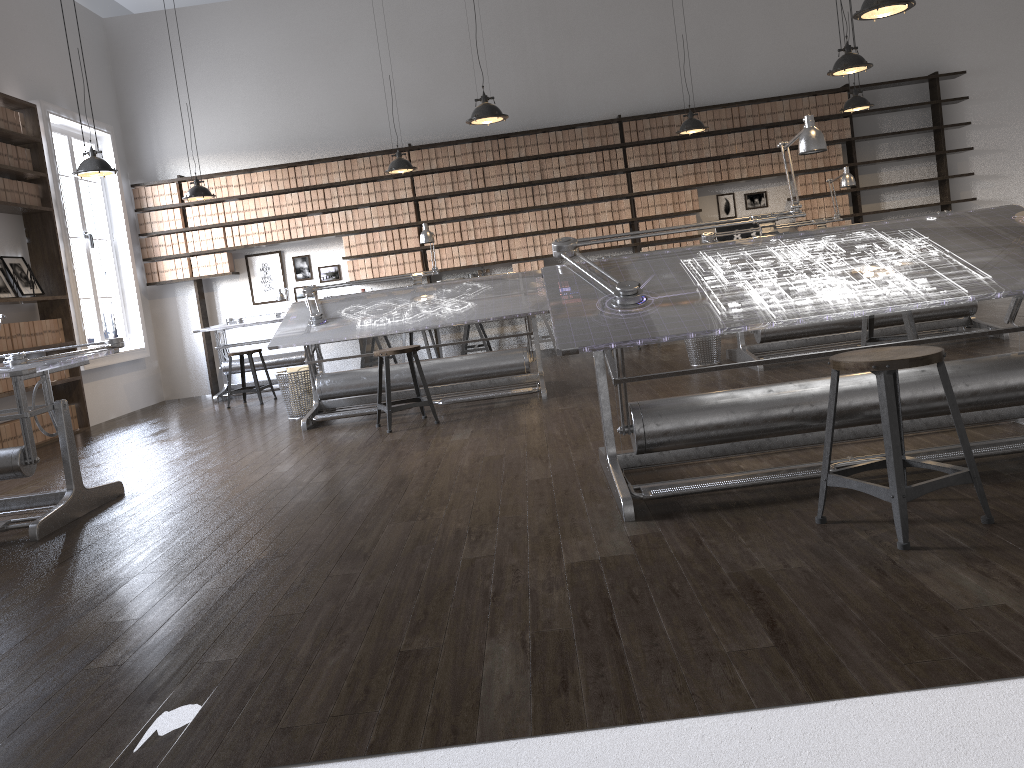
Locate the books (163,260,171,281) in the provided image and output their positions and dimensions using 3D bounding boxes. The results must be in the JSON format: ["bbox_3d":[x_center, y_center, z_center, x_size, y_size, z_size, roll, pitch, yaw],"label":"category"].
[{"bbox_3d":[-3.821,-1.267,9.904,0.066,0.225,0.175,-7,5,2],"label":"books"}]

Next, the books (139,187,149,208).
[{"bbox_3d":[-4.067,-2.065,9.846,0.066,0.225,0.175,-7,5,2],"label":"books"}]

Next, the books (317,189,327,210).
[{"bbox_3d":[-2.091,-2.039,9.824,0.067,0.225,0.175,-7,5,2],"label":"books"}]

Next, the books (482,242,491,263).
[{"bbox_3d":[-0.278,-1.458,9.849,0.066,0.225,0.175,-7,5,2],"label":"books"}]

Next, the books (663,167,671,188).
[{"bbox_3d":[1.697,-2.264,9.766,0.066,0.225,0.175,-7,5,2],"label":"books"}]

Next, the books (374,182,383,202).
[{"bbox_3d":[-1.469,-2.120,9.815,0.066,0.225,0.175,-7,5,2],"label":"books"}]

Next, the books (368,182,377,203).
[{"bbox_3d":[-1.538,-2.111,9.813,0.067,0.225,0.175,-7,5,2],"label":"books"}]

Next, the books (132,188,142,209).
[{"bbox_3d":[-4.138,-2.055,9.847,0.067,0.225,0.175,-7,5,2],"label":"books"}]

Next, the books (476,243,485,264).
[{"bbox_3d":[-0.348,-1.449,9.850,0.066,0.225,0.175,-7,5,2],"label":"books"}]

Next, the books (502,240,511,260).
[{"bbox_3d":[-0.063,-1.485,9.839,0.067,0.225,0.175,-7,5,2],"label":"books"}]

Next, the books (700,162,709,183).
[{"bbox_3d":[2.104,-2.317,9.758,0.066,0.225,0.175,-7,5,2],"label":"books"}]

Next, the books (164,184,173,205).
[{"bbox_3d":[-3.787,-2.101,9.841,0.067,0.225,0.175,-7,5,2],"label":"books"}]

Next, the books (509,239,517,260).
[{"bbox_3d":[0.011,-1.496,9.843,0.066,0.225,0.175,-7,5,2],"label":"books"}]

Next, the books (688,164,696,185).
[{"bbox_3d":[1.967,-2.298,9.755,0.067,0.225,0.175,-7,5,2],"label":"books"}]

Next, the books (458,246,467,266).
[{"bbox_3d":[-0.543,-1.423,9.852,0.066,0.225,0.175,-7,5,2],"label":"books"}]

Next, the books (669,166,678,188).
[{"bbox_3d":[1.766,-2.272,9.760,0.067,0.225,0.175,-7,5,2],"label":"books"}]

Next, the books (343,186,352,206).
[{"bbox_3d":[-1.805,-2.077,9.823,0.066,0.225,0.175,-7,5,2],"label":"books"}]

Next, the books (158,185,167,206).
[{"bbox_3d":[-3.856,-2.093,9.846,0.066,0.225,0.175,-7,5,2],"label":"books"}]

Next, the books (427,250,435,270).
[{"bbox_3d":[-0.895,-1.377,9.856,0.066,0.225,0.175,-7,5,2],"label":"books"}]

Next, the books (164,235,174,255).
[{"bbox_3d":[-3.797,-1.548,9.886,0.066,0.225,0.175,-7,5,2],"label":"books"}]

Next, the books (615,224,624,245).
[{"bbox_3d":[1.191,-1.649,9.812,0.067,0.225,0.175,-7,5,2],"label":"books"}]

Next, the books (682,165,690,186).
[{"bbox_3d":[1.900,-2.290,9.761,0.066,0.225,0.175,-7,5,2],"label":"books"}]

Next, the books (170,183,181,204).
[{"bbox_3d":[-3.715,-2.111,9.841,0.066,0.225,0.175,-7,5,2],"label":"books"}]

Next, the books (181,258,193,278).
[{"bbox_3d":[-3.615,-1.294,9.899,0.066,0.225,0.175,-7,5,2],"label":"books"}]

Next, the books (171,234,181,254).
[{"bbox_3d":[-3.723,-1.557,9.879,0.067,0.225,0.175,-7,5,2],"label":"books"}]

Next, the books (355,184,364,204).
[{"bbox_3d":[-1.672,-2.094,9.819,0.066,0.225,0.175,-7,5,2],"label":"books"}]

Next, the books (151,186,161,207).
[{"bbox_3d":[-3.926,-2.084,9.850,0.066,0.225,0.175,-7,5,2],"label":"books"}]

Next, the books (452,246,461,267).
[{"bbox_3d":[-0.615,-1.413,9.851,0.067,0.225,0.175,-7,5,2],"label":"books"}]

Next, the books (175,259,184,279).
[{"bbox_3d":[-3.687,-1.284,9.897,0.066,0.225,0.175,-7,5,2],"label":"books"}]

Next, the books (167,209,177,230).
[{"bbox_3d":[-3.756,-1.828,9.865,0.066,0.225,0.175,-7,5,2],"label":"books"}]

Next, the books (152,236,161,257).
[{"bbox_3d":[-3.938,-1.530,9.889,0.066,0.225,0.175,-7,5,2],"label":"books"}]

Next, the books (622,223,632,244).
[{"bbox_3d":[1.268,-1.659,9.812,0.066,0.225,0.175,-7,5,2],"label":"books"}]

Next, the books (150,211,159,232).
[{"bbox_3d":[-3.951,-1.802,9.866,0.066,0.225,0.175,-7,5,2],"label":"books"}]

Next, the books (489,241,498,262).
[{"bbox_3d":[-0.207,-1.467,9.843,0.066,0.225,0.175,-7,5,2],"label":"books"}]

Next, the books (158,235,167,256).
[{"bbox_3d":[-3.868,-1.539,9.883,0.066,0.225,0.175,-7,5,2],"label":"books"}]

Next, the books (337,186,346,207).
[{"bbox_3d":[-1.876,-2.067,9.825,0.066,0.225,0.175,-7,5,2],"label":"books"}]

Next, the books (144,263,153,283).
[{"bbox_3d":[-4.034,-1.240,9.911,0.066,0.225,0.175,-7,5,2],"label":"books"}]

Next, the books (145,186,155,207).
[{"bbox_3d":[-3.995,-2.074,9.847,0.066,0.225,0.175,-7,5,2],"label":"books"}]

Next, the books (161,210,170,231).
[{"bbox_3d":[-3.823,-1.819,9.861,0.067,0.225,0.175,-7,5,2],"label":"books"}]

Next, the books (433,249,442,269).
[{"bbox_3d":[-0.823,-1.386,9.858,0.066,0.225,0.175,-7,5,2],"label":"books"}]

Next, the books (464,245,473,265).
[{"bbox_3d":[-0.481,-1.431,9.852,0.066,0.225,0.175,-7,5,2],"label":"books"}]

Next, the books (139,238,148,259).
[{"bbox_3d":[-4.075,-1.511,9.886,0.067,0.225,0.175,-7,5,2],"label":"books"}]

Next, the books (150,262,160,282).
[{"bbox_3d":[-3.959,-1.249,9.904,0.067,0.225,0.175,-7,5,2],"label":"books"}]

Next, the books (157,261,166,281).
[{"bbox_3d":[-3.886,-1.259,9.908,0.066,0.225,0.175,-7,5,2],"label":"books"}]

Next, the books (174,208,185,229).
[{"bbox_3d":[-3.685,-1.837,9.863,0.066,0.225,0.175,-7,5,2],"label":"books"}]

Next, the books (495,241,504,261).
[{"bbox_3d":[-0.137,-1.476,9.846,0.066,0.225,0.175,-7,5,2],"label":"books"}]

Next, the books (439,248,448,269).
[{"bbox_3d":[-0.754,-1.396,9.860,0.066,0.225,0.175,-7,5,2],"label":"books"}]

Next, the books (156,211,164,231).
[{"bbox_3d":[-3.889,-1.811,9.867,0.066,0.225,0.175,-7,5,2],"label":"books"}]

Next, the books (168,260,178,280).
[{"bbox_3d":[-3.758,-1.275,9.898,0.067,0.225,0.175,-7,5,2],"label":"books"}]

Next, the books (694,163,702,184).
[{"bbox_3d":[2.033,-2.308,9.759,0.066,0.225,0.175,-7,5,2],"label":"books"}]

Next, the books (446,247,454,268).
[{"bbox_3d":[-0.685,-1.405,9.857,0.066,0.225,0.175,-7,5,2],"label":"books"}]

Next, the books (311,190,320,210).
[{"bbox_3d":[-2.164,-2.030,9.831,0.066,0.225,0.175,-7,5,2],"label":"books"}]

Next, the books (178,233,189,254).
[{"bbox_3d":[-3.650,-1.567,9.883,0.066,0.225,0.175,-7,5,2],"label":"books"}]

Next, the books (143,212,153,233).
[{"bbox_3d":[-4.023,-1.793,9.866,0.067,0.225,0.175,-7,5,2],"label":"books"}]

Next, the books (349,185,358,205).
[{"bbox_3d":[-1.739,-2.084,9.816,0.067,0.225,0.175,-7,5,2],"label":"books"}]

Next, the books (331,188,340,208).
[{"bbox_3d":[-1.946,-2.058,9.822,0.066,0.225,0.175,-7,5,2],"label":"books"}]

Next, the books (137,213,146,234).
[{"bbox_3d":[-4.092,-1.784,9.871,0.066,0.225,0.175,-7,5,2],"label":"books"}]

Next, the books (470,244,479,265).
[{"bbox_3d":[-0.415,-1.439,9.846,0.067,0.225,0.175,-7,5,2],"label":"books"}]

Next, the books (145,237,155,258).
[{"bbox_3d":[-4.009,-1.521,9.890,0.066,0.225,0.175,-7,5,2],"label":"books"}]

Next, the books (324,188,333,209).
[{"bbox_3d":[-2.016,-2.049,9.828,0.066,0.225,0.175,-7,5,2],"label":"books"}]
